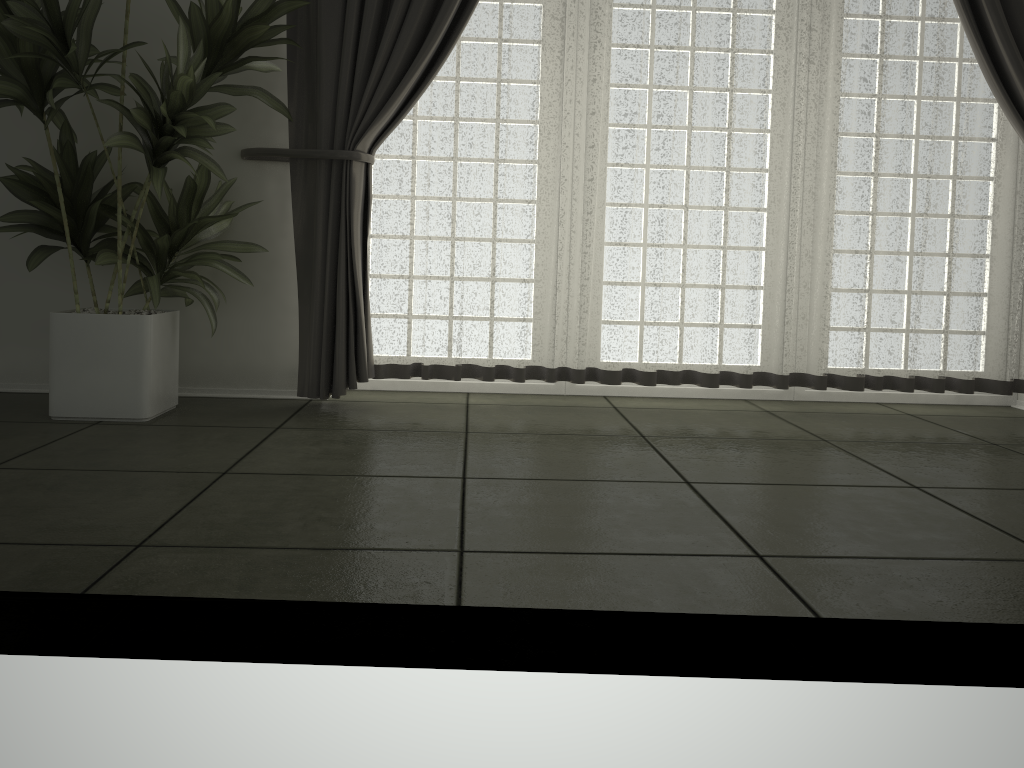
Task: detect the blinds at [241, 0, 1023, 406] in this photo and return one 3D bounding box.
[{"bbox_3d":[0.777,-1.195,3.496,3.658,2.592,0.663,2,3,-3],"label":"blinds"}]

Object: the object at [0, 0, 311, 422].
[{"bbox_3d":[-1.364,-0.939,2.986,1.163,2.087,1.044,3,4,15],"label":"object"}]
